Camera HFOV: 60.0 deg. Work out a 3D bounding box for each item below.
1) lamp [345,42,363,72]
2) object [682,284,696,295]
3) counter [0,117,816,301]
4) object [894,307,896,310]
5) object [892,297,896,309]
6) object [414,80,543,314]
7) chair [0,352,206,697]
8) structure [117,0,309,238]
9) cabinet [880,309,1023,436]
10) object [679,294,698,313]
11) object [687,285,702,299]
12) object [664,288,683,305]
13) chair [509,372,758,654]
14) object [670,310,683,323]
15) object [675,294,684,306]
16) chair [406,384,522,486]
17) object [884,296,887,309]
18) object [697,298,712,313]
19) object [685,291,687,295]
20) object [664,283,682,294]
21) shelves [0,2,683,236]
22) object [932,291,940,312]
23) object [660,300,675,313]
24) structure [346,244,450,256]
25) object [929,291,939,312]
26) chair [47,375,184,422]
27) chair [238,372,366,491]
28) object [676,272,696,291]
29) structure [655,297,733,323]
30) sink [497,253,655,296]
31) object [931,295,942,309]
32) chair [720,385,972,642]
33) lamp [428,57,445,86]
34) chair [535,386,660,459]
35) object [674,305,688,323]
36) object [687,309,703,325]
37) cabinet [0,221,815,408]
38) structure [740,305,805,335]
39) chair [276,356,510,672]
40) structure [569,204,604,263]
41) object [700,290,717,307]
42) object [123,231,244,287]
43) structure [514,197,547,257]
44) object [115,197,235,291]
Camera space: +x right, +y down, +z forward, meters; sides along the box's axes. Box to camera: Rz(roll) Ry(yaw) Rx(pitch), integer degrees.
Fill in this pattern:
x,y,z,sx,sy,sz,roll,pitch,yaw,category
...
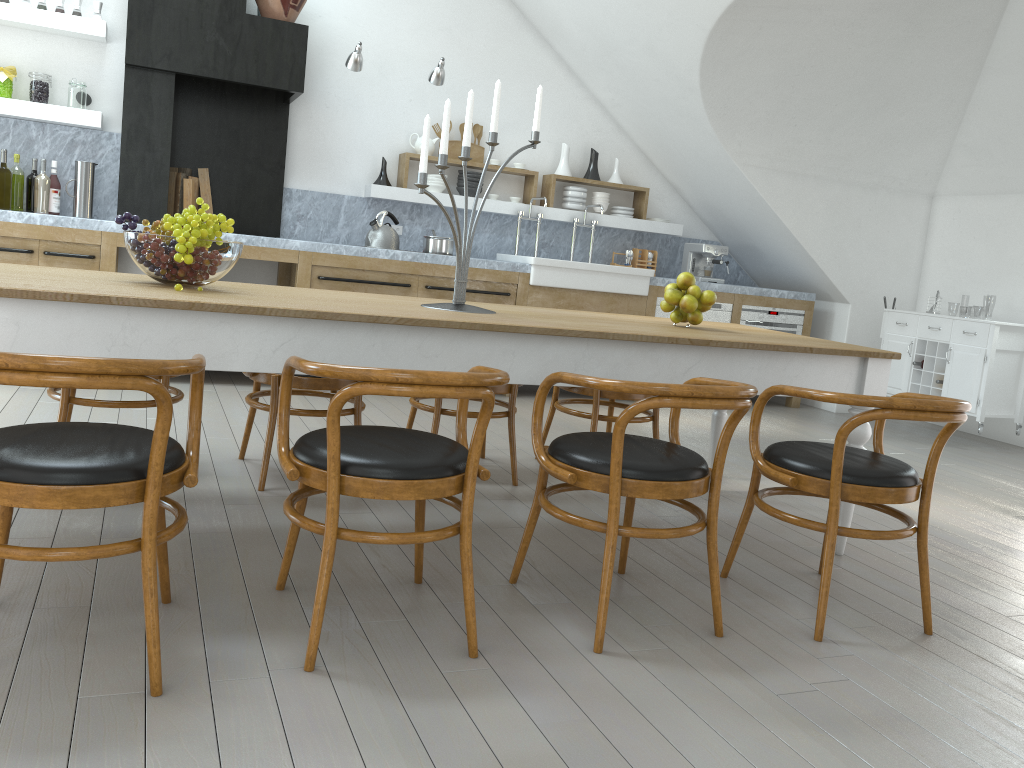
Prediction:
x,y,z,sx,sy,sz,roll,pitch,yaw,category
-1.024,-2.120,5.755,0.115,0.177,0.165,5,7,-5,lamp
0.708,-0.377,3.535,0.062,0.059,0.062,3,8,-22,object
-0.533,-1.201,6.521,6.571,0.617,0.965,3,8,-23,counter
3.061,-0.499,7.119,0.038,0.261,0.038,7,7,10,object
3.043,-0.559,7.094,0.029,0.268,0.088,6,7,3,object
-0.095,-0.693,3.119,0.266,0.872,0.775,12,9,41,object
-0.976,0.259,1.960,0.527,0.732,0.624,4,8,-20,chair
-1.985,-1.969,5.900,1.075,1.878,0.783,3,7,-23,structure
3.286,-0.119,6.714,0.496,0.786,1.139,3,8,-23,cabinet
0.677,-0.307,3.395,0.071,0.072,0.070,10,8,31,object
0.702,-0.353,3.416,0.053,0.057,0.058,5,7,-8,object
0.623,-0.336,3.420,0.072,0.063,0.071,2,8,-29,object
0.353,0.315,2.546,0.527,0.732,0.624,2,8,-28,chair
0.641,-0.261,3.451,0.051,0.050,0.050,3,8,-19,object
0.669,-0.336,3.538,0.062,0.059,0.062,4,8,-19,object
-0.234,0.031,4.104,0.527,0.732,0.624,4,8,-20,chair
3.023,-0.569,7.144,0.088,0.268,0.029,12,9,40,object
0.747,-0.317,3.477,0.076,0.076,0.077,11,9,34,object
0.707,-0.354,3.485,0.053,0.050,0.053,12,9,38,object
0.634,-0.362,3.490,0.066,0.071,0.072,11,9,36,object
-1.001,-2.051,6.438,5.547,1.357,0.482,2,8,-28,shelves
3.346,-0.649,6.991,0.024,0.164,0.039,5,7,-10,object
0.611,-0.308,3.478,0.059,0.055,0.060,2,8,-28,object
-0.769,-0.940,6.389,0.737,0.041,0.650,3,9,-23,structure
3.348,-0.656,7.026,0.054,0.174,0.039,3,7,-23,object
-1.572,-0.029,3.542,0.527,0.732,0.624,3,8,-23,chair
-0.882,0.011,3.768,0.527,0.732,0.624,3,8,-26,chair
0.679,-0.401,3.457,0.072,0.074,0.073,3,8,-23,object
1.277,-0.295,7.210,0.723,0.820,0.601,3,8,-23,structure
0.468,-0.840,6.807,1.020,0.201,0.730,3,9,-23,sink
3.353,-0.638,7.018,0.029,0.136,0.097,4,7,-20,object
1.044,0.357,2.763,0.527,0.732,0.624,3,8,-20,chair
-0.490,-2.099,5.975,0.112,0.176,0.169,2,8,-31,lamp
0.435,0.063,4.375,0.527,0.732,0.624,3,8,-26,chair
0.678,-0.280,3.506,0.080,0.073,0.078,9,8,22,object
0.711,-0.260,3.442,0.064,0.063,0.064,4,7,-12,object
-0.678,-0.393,6.564,6.424,1.018,1.008,3,8,-23,cabinet
1.984,-0.357,7.489,0.632,0.634,0.633,3,8,-23,structure
-0.323,0.283,2.279,0.527,0.732,0.624,3,8,-23,chair
0.652,-1.173,7.139,0.214,0.528,0.334,0,9,-42,structure
0.756,-0.330,3.418,0.063,0.063,0.062,10,8,29,object
-1.048,-0.390,2.826,0.360,0.159,0.361,-1,11,-42,object
0.203,-1.194,6.950,0.214,0.528,0.334,0,9,-42,structure
-1.045,-0.448,2.791,0.394,0.283,0.293,11,9,31,object
